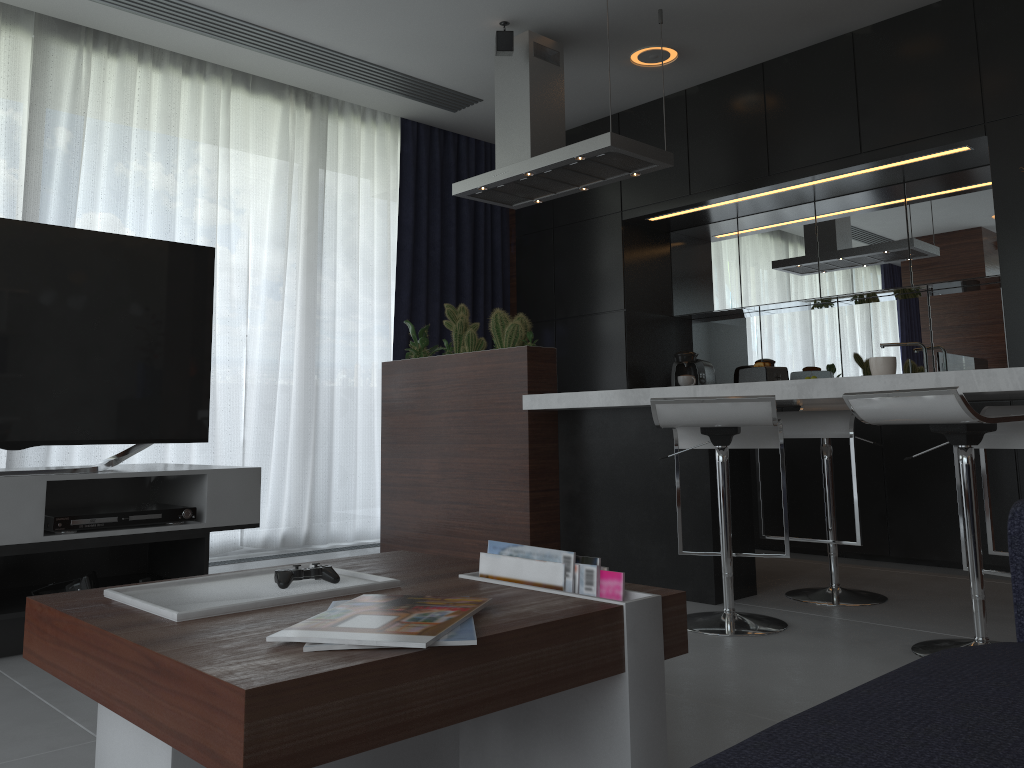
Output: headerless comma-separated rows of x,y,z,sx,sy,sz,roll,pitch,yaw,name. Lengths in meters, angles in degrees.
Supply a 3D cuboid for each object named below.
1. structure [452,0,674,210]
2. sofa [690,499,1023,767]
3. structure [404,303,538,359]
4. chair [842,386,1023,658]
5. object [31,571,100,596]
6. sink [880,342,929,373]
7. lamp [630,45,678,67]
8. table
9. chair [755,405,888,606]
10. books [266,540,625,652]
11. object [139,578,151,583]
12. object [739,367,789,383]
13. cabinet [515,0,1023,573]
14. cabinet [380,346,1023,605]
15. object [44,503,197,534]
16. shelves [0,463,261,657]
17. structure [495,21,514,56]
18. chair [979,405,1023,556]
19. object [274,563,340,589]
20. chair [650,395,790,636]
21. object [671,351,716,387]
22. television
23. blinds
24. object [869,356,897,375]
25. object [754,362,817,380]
0.212,-1.350,4.296,0.444,0.768,1.038,6,-8,-43,structure
-0.114,0.335,0.429,2.862,0.615,1.889,2,-5,-43,sofa
-0.235,-0.252,4.094,0.222,0.289,0.994,5,-6,-41,structure
1.231,0.374,2.424,0.463,0.717,0.392,2,-8,-26,chair
-1.344,0.611,2.659,0.184,0.080,0.116,0,-5,-13,object
1.893,0.028,4.377,0.501,0.498,0.848,5,-7,-43,sink
2.108,-1.742,3.834,5.327,0.085,9.529,-3,-4,33,lamp
-0.267,0.522,1.482,0.797,0.356,0.801,3,-5,-43,table
1.205,0.406,3.294,0.394,0.749,0.461,-7,-9,42,chair
1.555,0.591,4.759,0.404,0.376,8.179,-3,-4,26,books
-1.149,0.630,2.759,0.044,0.044,0.043,4,-8,-43,object
1.411,0.004,4.972,0.176,0.197,0.258,2,-6,-23,object
1.461,-0.425,4.886,0.702,2.582,3.459,7,-9,-43,cabinet
0.743,-0.490,3.502,0.782,2.580,3.316,7,-9,-43,cabinet
-1.290,0.426,2.827,0.428,0.053,0.334,2,-4,-43,object
-2.007,0.523,2.500,2.340,0.505,0.868,2,-5,-43,shelves
-0.037,-1.655,4.255,0.084,0.144,0.113,0,-6,-4,structure
1.787,0.369,2.759,0.462,0.749,0.393,4,-9,-37,chair
-0.372,0.342,1.590,0.112,0.037,0.070,1,-5,-30,object
0.667,0.404,2.827,0.395,0.717,0.459,-3,-7,19,chair
1.066,-0.037,5.218,0.214,0.315,0.267,-5,-7,31,object
-1.540,-0.119,2.759,1.225,0.795,0.296,4,-8,-43,television
0.050,-0.700,1.517,5.779,2.803,7.093,3,-5,-40,blinds
1.261,-0.047,2.997,0.181,0.087,0.180,-2,-4,23,object
1.263,-0.057,4.122,0.140,0.224,1.862,-2,-3,11,object
